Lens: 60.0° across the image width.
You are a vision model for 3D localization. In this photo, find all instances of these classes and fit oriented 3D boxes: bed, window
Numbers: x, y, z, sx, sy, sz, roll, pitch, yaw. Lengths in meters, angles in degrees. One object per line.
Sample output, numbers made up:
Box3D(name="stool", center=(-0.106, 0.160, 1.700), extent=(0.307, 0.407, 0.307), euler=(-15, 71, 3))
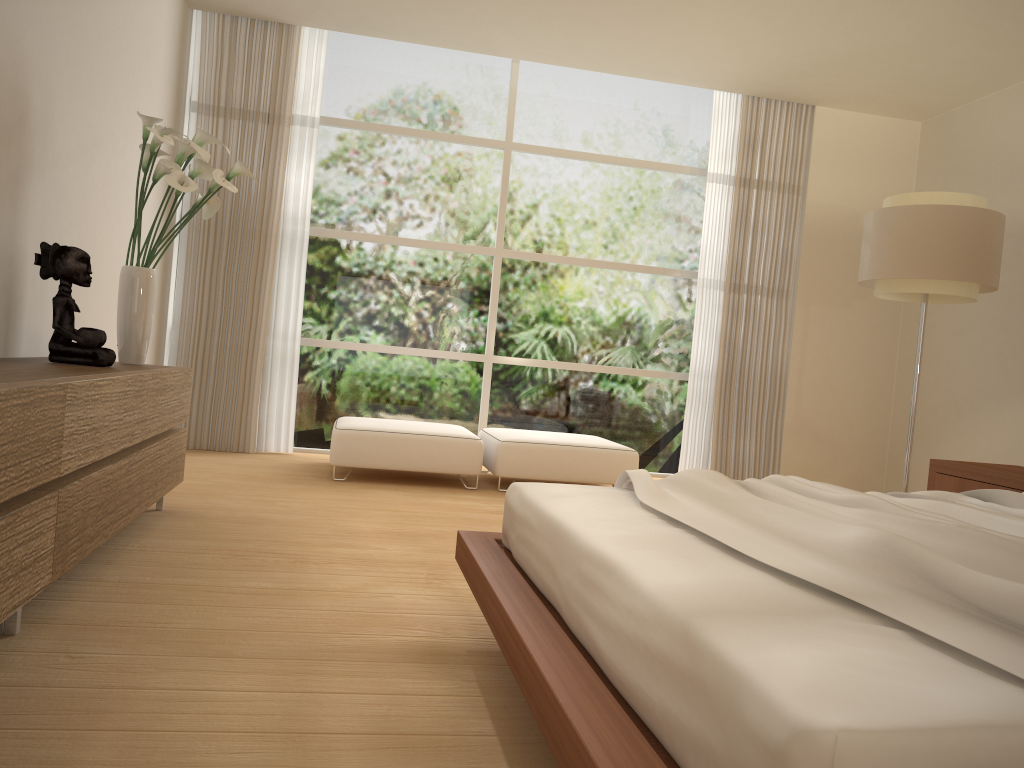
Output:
Box3D(name="bed", center=(1.269, 0.602, 2.027), extent=(2.535, 0.570, 2.599), euler=(5, 1, -10))
Box3D(name="window", center=(-0.112, -1.040, 7.026), extent=(4.781, 3.371, 0.071), euler=(5, 1, -10))

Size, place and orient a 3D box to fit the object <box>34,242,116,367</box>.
Box3D(name="object", center=(-1.651, -0.301, 3.373), extent=(0.282, 0.453, 0.181), euler=(5, 1, -10))

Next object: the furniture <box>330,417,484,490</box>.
Box3D(name="furniture", center=(-0.731, 0.444, 5.986), extent=(0.965, 0.346, 0.964), euler=(5, 1, -10))

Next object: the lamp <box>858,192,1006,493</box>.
Box3D(name="lamp", center=(2.450, -0.091, 5.351), extent=(0.817, 2.018, 0.817), euler=(6, 1, 32))

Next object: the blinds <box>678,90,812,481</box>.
Box3D(name="blinds", center=(1.882, -0.851, 7.082), extent=(0.814, 3.351, 0.202), euler=(5, 1, -11))

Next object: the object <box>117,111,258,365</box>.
Box3D(name="object", center=(-1.471, -0.615, 3.896), extent=(0.608, 1.085, 0.515), euler=(6, 2, 38))

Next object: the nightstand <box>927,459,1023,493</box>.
Box3D(name="nightstand", center=(2.647, 0.735, 2.338), extent=(0.493, 0.539, 4.220), euler=(5, 1, -10))

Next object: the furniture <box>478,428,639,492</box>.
Box3D(name="furniture", center=(0.284, 0.533, 6.174), extent=(0.965, 0.346, 0.964), euler=(5, 1, -10))

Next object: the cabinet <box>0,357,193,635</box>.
Box3D(name="cabinet", center=(-1.472, 0.300, 2.256), extent=(0.588, 0.662, 3.713), euler=(5, 1, -10))

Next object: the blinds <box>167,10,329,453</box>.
Box3D(name="blinds", center=(-1.932, -1.183, 6.429), extent=(0.950, 3.352, 0.211), euler=(5, 1, -12))

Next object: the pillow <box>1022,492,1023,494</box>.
Box3D(name="pillow", center=(2.036, 0.342, 2.198), extent=(0.561, 0.339, 1.720), euler=(5, 1, -10))
